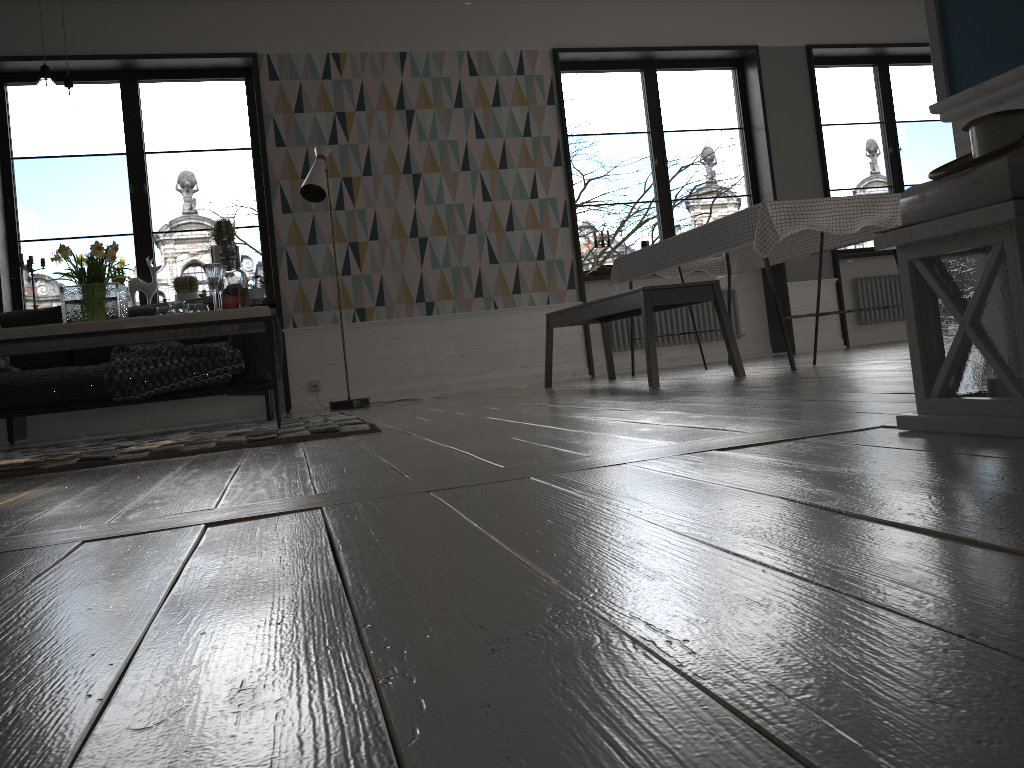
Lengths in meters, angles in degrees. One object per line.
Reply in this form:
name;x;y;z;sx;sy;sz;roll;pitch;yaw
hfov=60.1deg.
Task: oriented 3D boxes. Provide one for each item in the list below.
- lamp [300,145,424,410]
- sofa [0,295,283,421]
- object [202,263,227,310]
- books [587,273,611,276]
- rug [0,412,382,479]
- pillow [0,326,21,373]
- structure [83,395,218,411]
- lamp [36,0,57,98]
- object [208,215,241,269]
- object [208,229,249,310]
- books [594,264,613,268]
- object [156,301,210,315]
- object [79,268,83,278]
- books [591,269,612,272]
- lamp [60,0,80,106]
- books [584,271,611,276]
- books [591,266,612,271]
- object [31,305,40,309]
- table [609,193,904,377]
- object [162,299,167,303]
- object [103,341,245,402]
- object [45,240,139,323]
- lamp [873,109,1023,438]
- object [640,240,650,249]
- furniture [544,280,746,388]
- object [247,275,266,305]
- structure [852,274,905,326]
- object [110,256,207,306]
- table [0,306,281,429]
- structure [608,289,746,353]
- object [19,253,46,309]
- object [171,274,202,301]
lamp;-1.049;-0.707;5.944;0.681;1.706;1.242;-6;-1;-16
sofa;-2.465;-0.060;4.872;2.344;0.800;0.967;-6;0;-15
object;-1.274;-0.399;3.820;0.082;0.227;0.167;-6;-1;-3
books;0.724;-0.874;7.120;0.268;0.011;0.161;-6;1;-12
rug;-1.866;0.287;3.440;2.530;0.034;1.765;-7;1;-15
pillow;-3.069;-0.170;4.669;0.801;0.363;0.441;-7;0;-33
structure;-2.526;-0.084;6.369;1.225;0.429;0.148;-6;-2;-17
lamp;-1.521;-1.982;3.203;1.389;1.540;0.074;-7;-2;44
object;-2.050;-0.887;6.346;0.236;0.672;0.227;-4;-3;-44
object;-1.286;-0.501;4.040;0.148;0.418;0.155;-6;-2;5
books;0.755;-0.944;7.125;0.154;0.017;0.123;-7;1;-13
object;-1.425;-0.312;3.917;0.247;0.087;0.278;-7;1;-37
object;-2.975;-0.631;6.141;0.123;0.376;0.122;-6;-2;-10
books;0.730;-0.905;7.127;0.216;0.011;0.173;-6;1;-9
lamp;-1.495;-1.989;3.339;1.389;1.540;0.074;-7;-2;44
books;0.723;-0.889;7.129;0.272;0.019;0.183;-7;1;-15
books;0.753;-0.924;7.127;0.198;0.022;0.162;-7;1;-14
object;-3.297;-0.483;6.130;0.084;0.152;0.084;-6;-2;-11
table;1.343;-0.484;5.020;0.933;0.785;2.020;-6;1;-15
object;-2.455;-0.552;6.267;0.123;0.099;0.123;-6;0;8
object;-1.807;-0.105;4.744;0.668;0.330;0.488;-6;0;-20
object;-1.762;-0.407;3.705;0.352;0.352;0.324;-6;-1;-12
lamp;0.778;-0.180;1.356;0.287;0.479;0.286;-6;-2;-16
object;1.040;-1.034;7.205;0.194;0.257;0.115;-6;-2;-5
furniture;0.610;-0.232;4.782;0.466;0.456;1.665;-6;1;-14
object;-1.853;-0.674;6.355;0.171;0.204;0.246;-6;0;-12
structure;3.626;-0.792;8.004;1.225;0.429;0.148;-6;-2;-17
object;-2.485;-0.700;6.279;0.663;0.411;0.134;-6;-2;-14
table;-1.714;0.024;3.660;1.458;0.512;0.730;-6;0;-15
structure;1.370;-0.533;7.405;1.225;0.429;0.148;-6;-2;-17
object;-3.294;-0.652;6.059;0.162;0.491;0.145;-7;-2;21
object;-2.339;-0.661;6.362;0.235;0.283;0.212;-5;-1;-41
